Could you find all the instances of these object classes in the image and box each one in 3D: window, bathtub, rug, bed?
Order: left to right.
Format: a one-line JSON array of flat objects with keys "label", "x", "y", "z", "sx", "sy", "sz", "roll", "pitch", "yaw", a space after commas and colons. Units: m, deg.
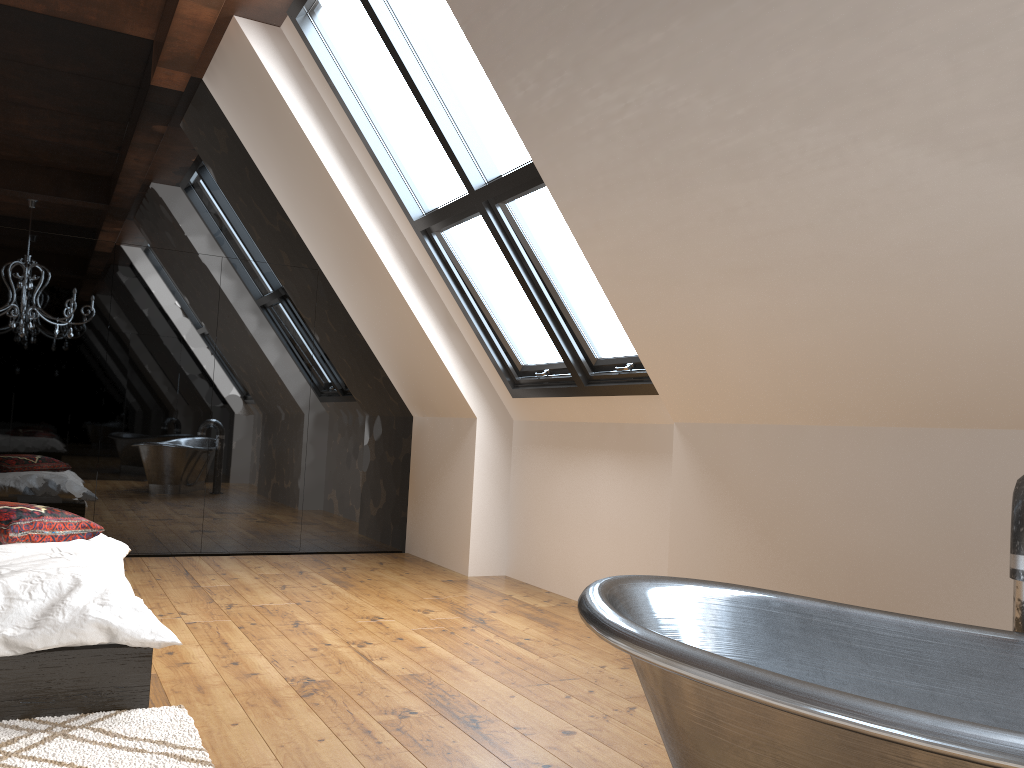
[{"label": "rug", "x": -1.057, "y": 0.904, "z": 0.994, "sx": 1.726, "sy": 0.019, "sz": 3.139, "roll": 5, "pitch": -4, "yaw": -28}, {"label": "bed", "x": -2.479, "y": 0.740, "z": 3.205, "sx": 2.169, "sy": 0.442, "sz": 2.300, "roll": 5, "pitch": -4, "yaw": -28}, {"label": "window", "x": -0.156, "y": -1.061, "z": 4.518, "sx": 1.702, "sy": 2.162, "sz": 1.713, "roll": 5, "pitch": -4, "yaw": -28}, {"label": "bathtub", "x": 0.916, "y": 0.719, "z": 1.467, "sx": 1.811, "sy": 0.652, "sz": 0.872, "roll": 1, "pitch": -4, "yaw": 35}]

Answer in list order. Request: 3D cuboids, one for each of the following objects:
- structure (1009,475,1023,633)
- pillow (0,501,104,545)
[{"label": "structure", "x": 1.079, "y": 0.626, "z": 1.852, "sx": 0.169, "sy": 0.897, "sz": 0.370, "roll": 0, "pitch": -4, "yaw": 40}, {"label": "pillow", "x": -2.087, "y": 0.552, "z": 3.570, "sx": 0.748, "sy": 0.157, "sz": 0.453, "roll": 2, "pitch": -3, "yaw": 22}]
